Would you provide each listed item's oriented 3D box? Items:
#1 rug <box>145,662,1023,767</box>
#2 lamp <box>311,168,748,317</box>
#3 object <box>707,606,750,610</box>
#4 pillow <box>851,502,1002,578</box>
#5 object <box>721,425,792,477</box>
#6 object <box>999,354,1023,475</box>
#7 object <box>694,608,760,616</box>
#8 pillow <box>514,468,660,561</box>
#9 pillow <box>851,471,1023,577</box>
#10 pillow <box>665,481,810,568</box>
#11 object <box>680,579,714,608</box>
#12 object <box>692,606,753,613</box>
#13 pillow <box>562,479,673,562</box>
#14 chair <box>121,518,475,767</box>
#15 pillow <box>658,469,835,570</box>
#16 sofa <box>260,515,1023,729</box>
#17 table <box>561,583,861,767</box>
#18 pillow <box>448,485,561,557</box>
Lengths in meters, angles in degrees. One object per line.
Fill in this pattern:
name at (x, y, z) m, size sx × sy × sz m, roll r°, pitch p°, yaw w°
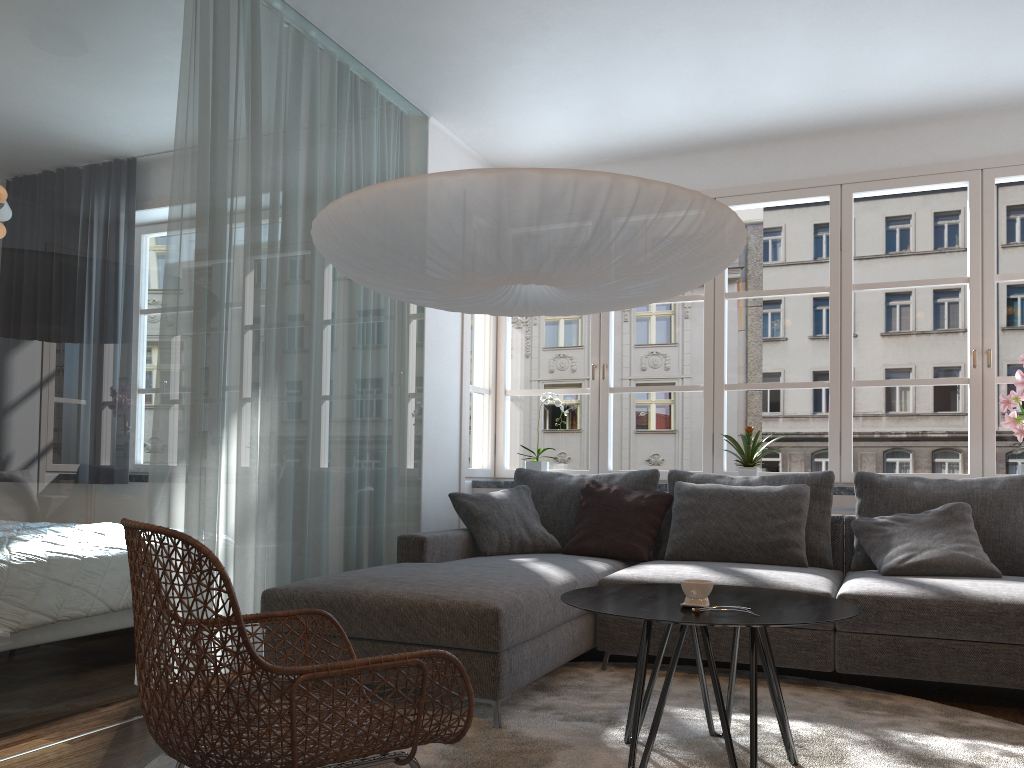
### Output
rug at (0.402, 1.093, 2.536) m, size 2.837 × 0.012 × 2.852 m, roll 1°, pitch -6°, yaw 3°
lamp at (0.055, -0.398, 3.063) m, size 1.472 × 0.209 × 1.475 m, roll 4°, pitch -7°, yaw -30°
object at (0.591, 0.610, 2.409) m, size 0.124 × 0.010 × 0.026 m, roll 2°, pitch -6°, yaw -11°
pillow at (1.795, 0.676, 3.871) m, size 0.492 × 0.320 × 0.446 m, roll 0°, pitch -5°, yaw 5°
object at (1.326, 0.389, 4.846) m, size 0.376 × 0.327 × 0.324 m, roll 1°, pitch -4°, yaw -2°
object at (2.540, 0.173, 4.352) m, size 0.201 × 0.688 × 0.298 m, roll 1°, pitch -3°, yaw 2°
object at (0.564, 0.597, 2.317) m, size 0.168 × 0.015 × 0.015 m, roll 0°, pitch -4°, yaw 10°
pillow at (0.358, 0.689, 4.743) m, size 0.836 × 0.476 × 0.276 m, roll -1°, pitch -4°, yaw 23°
pillow at (2.001, 0.639, 4.048) m, size 0.836 × 0.475 × 0.276 m, roll -1°, pitch -4°, yaw 23°
pillow at (1.095, 0.675, 4.287) m, size 0.667 × 0.396 × 0.293 m, roll -1°, pitch -4°, yaw 23°
object at (0.504, 0.584, 2.453) m, size 0.091 × 0.069 × 0.139 m, roll -2°, pitch -6°, yaw 35°
object at (0.561, 0.601, 2.360) m, size 0.163 × 0.016 × 0.025 m, roll 1°, pitch -5°, yaw -2°
pillow at (0.532, 0.689, 4.499) m, size 0.521 × 0.402 × 0.312 m, roll -1°, pitch -4°, yaw 25°
chair at (-0.540, 0.668, 2.061) m, size 0.687 × 0.707 × 0.720 m, roll 4°, pitch -5°, yaw -34°
pillow at (1.164, 0.664, 4.413) m, size 0.839 × 0.473 × 0.278 m, roll -1°, pitch -4°, yaw 23°
sofa at (0.866, 0.884, 3.577) m, size 3.068 × 0.669 × 2.049 m, roll -2°, pitch -6°, yaw 23°
table at (0.563, 0.869, 2.582) m, size 0.847 × 0.471 × 0.851 m, roll -2°, pitch -6°, yaw 25°
pillow at (-0.038, 0.702, 4.582) m, size 0.516 × 0.358 × 0.348 m, roll 3°, pitch -5°, yaw -28°
